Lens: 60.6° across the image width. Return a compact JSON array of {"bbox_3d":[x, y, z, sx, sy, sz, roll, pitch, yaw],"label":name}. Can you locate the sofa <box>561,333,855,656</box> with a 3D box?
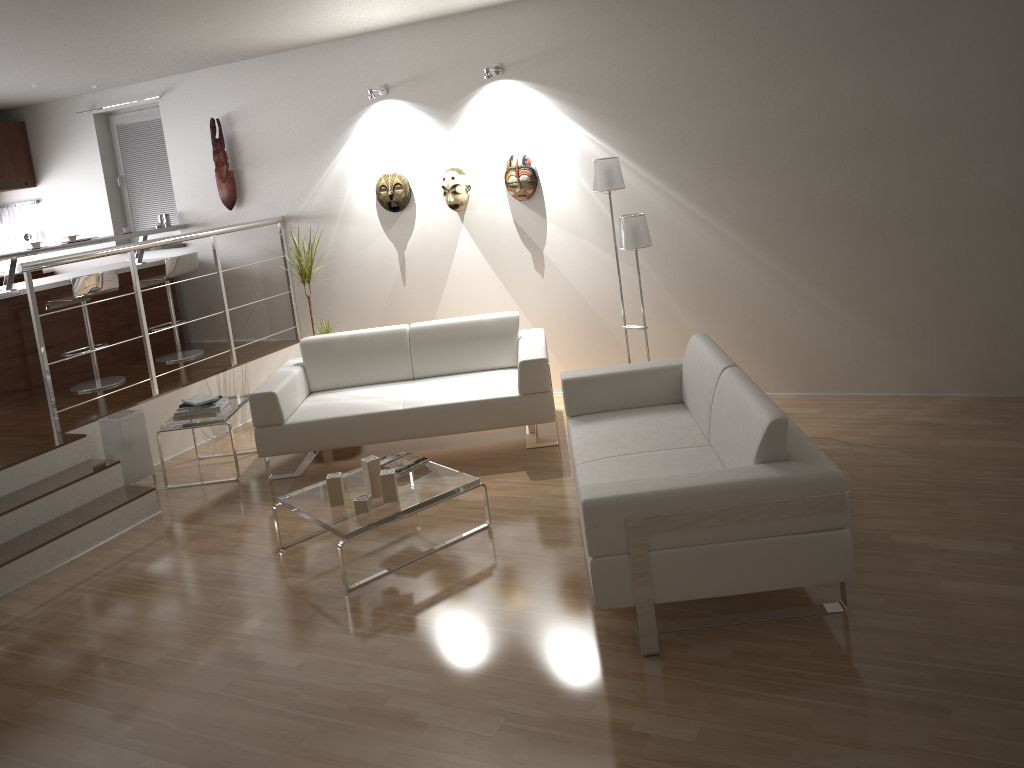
[{"bbox_3d":[0.718,0.311,3.849,0.905,0.722,1.832,-7,14,2],"label":"sofa"}]

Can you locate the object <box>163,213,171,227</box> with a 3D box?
[{"bbox_3d":[-3.034,-1.442,7.705,0.052,0.109,0.054,-6,8,11],"label":"object"}]

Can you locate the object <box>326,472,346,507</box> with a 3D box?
[{"bbox_3d":[-0.828,0.489,4.115,0.067,0.148,0.068,-8,8,-3],"label":"object"}]

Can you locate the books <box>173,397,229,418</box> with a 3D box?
[{"bbox_3d":[-1.957,0.146,5.525,0.287,0.026,0.233,-8,15,-3],"label":"books"}]

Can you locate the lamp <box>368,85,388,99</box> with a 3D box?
[{"bbox_3d":[-1.014,-2.185,6.551,0.080,0.106,0.196,-3,13,27],"label":"lamp"}]

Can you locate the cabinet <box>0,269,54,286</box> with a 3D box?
[{"bbox_3d":[-5.486,-0.254,7.206,0.678,0.779,3.609,-3,15,27],"label":"cabinet"}]

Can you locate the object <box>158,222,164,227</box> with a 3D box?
[{"bbox_3d":[-3.071,-1.394,7.667,0.051,0.044,0.051,-11,11,-15],"label":"object"}]

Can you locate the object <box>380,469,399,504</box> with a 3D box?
[{"bbox_3d":[-0.571,0.467,4.070,0.067,0.148,0.068,-8,8,-3],"label":"object"}]

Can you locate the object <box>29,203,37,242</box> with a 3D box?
[{"bbox_3d":[-4.672,-1.568,8.526,0.071,0.374,0.024,-4,7,27],"label":"object"}]

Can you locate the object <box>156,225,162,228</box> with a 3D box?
[{"bbox_3d":[-3.094,-1.378,7.666,0.050,0.019,0.052,0,16,29],"label":"object"}]

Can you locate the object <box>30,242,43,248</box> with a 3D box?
[{"bbox_3d":[-3.540,-1.033,6.519,0.080,0.045,0.068,-12,13,-18],"label":"object"}]

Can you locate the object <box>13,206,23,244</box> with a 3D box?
[{"bbox_3d":[-4.882,-1.571,8.633,0.106,0.370,0.021,-4,7,27],"label":"object"}]

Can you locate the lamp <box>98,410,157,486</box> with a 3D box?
[{"bbox_3d":[-2.398,0.422,5.469,0.198,0.471,0.197,-4,8,27],"label":"lamp"}]

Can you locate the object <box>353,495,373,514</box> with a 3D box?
[{"bbox_3d":[-0.678,0.541,3.990,0.067,0.073,0.069,-5,10,12],"label":"object"}]

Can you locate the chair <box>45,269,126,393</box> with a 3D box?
[{"bbox_3d":[-3.145,-0.402,6.521,0.424,0.831,0.398,-3,9,31],"label":"chair"}]

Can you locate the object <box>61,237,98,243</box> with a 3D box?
[{"bbox_3d":[-3.433,-1.142,6.961,0.217,0.010,0.318,1,17,28],"label":"object"}]

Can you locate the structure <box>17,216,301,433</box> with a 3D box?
[{"bbox_3d":[-2.351,-0.543,6.269,0.057,1.026,2.393,-4,13,27],"label":"structure"}]

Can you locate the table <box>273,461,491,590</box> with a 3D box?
[{"bbox_3d":[-0.639,0.627,4.267,0.811,0.244,0.705,-18,17,-37],"label":"table"}]

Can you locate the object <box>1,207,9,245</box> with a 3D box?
[{"bbox_3d":[-5.053,-1.567,8.711,0.064,0.374,0.034,-4,7,27],"label":"object"}]

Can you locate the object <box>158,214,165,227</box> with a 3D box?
[{"bbox_3d":[-3.089,-1.439,7.725,0.052,0.107,0.054,-6,8,11],"label":"object"}]

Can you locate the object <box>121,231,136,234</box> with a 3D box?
[{"bbox_3d":[-3.204,-1.259,7.291,0.139,0.008,0.133,-6,15,6],"label":"object"}]

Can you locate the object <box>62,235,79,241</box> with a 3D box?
[{"bbox_3d":[-3.455,-1.147,6.900,0.129,0.041,0.144,0,16,28],"label":"object"}]

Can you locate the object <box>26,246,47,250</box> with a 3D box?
[{"bbox_3d":[-3.547,-1.007,6.510,0.139,0.008,0.133,1,17,29],"label":"object"}]

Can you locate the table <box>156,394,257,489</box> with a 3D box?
[{"bbox_3d":[-1.928,0.355,5.644,0.464,0.391,0.565,-7,12,2],"label":"table"}]

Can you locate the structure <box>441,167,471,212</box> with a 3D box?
[{"bbox_3d":[-0.435,-1.420,6.423,0.242,0.322,0.133,-3,9,28],"label":"structure"}]

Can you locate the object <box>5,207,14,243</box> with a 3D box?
[{"bbox_3d":[-4.986,-1.573,8.692,0.033,0.370,0.008,-4,7,27],"label":"object"}]

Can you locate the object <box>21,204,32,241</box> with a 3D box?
[{"bbox_3d":[-4.774,-1.583,8.600,0.090,0.358,0.044,-4,7,27],"label":"object"}]

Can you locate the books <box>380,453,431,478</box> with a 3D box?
[{"bbox_3d":[-0.590,0.406,4.487,0.292,0.055,0.209,5,19,41],"label":"books"}]

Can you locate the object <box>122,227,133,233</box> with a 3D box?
[{"bbox_3d":[-3.203,-1.284,7.300,0.080,0.045,0.068,-14,14,-25],"label":"object"}]

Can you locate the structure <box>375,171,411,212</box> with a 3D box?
[{"bbox_3d":[-0.923,-1.464,6.688,0.316,0.310,0.071,-2,8,27],"label":"structure"}]

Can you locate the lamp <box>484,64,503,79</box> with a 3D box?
[{"bbox_3d":[-0.140,-2.183,6.115,0.080,0.106,0.196,-3,13,27],"label":"lamp"}]

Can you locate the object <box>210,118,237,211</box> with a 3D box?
[{"bbox_3d":[-2.435,-1.848,7.372,0.152,0.774,0.152,-10,7,-18],"label":"object"}]

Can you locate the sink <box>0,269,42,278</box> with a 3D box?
[{"bbox_3d":[-4.976,-1.156,8.369,0.598,0.567,0.691,-2,12,27],"label":"sink"}]

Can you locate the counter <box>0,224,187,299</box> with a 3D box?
[{"bbox_3d":[-3.614,-0.997,7.136,0.836,0.311,2.166,-1,16,26],"label":"counter"}]

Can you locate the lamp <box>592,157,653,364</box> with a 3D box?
[{"bbox_3d":[0.737,-0.578,5.430,0.212,1.638,0.365,-13,9,-42],"label":"lamp"}]

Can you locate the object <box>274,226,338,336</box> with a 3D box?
[{"bbox_3d":[-1.499,-0.488,6.569,0.439,1.445,0.513,-2,9,40],"label":"object"}]

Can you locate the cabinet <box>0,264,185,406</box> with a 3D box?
[{"bbox_3d":[-3.658,-0.447,7.125,0.631,0.732,1.903,-3,14,27],"label":"cabinet"}]

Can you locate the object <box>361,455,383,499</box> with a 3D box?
[{"bbox_3d":[-0.660,0.435,4.149,0.068,0.193,0.067,-13,9,-37],"label":"object"}]

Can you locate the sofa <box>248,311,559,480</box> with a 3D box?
[{"bbox_3d":[-0.639,0.036,5.558,1.780,0.725,0.930,-7,11,2],"label":"sofa"}]

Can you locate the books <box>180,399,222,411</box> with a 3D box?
[{"bbox_3d":[-1.959,0.126,5.523,0.217,0.014,0.155,-8,15,-3],"label":"books"}]

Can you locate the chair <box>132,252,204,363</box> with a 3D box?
[{"bbox_3d":[-2.801,-0.634,7.229,0.424,0.831,0.397,-4,8,23],"label":"chair"}]

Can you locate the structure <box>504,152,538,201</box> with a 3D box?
[{"bbox_3d":[0.046,-1.469,6.210,0.264,0.347,0.077,-3,8,27],"label":"structure"}]

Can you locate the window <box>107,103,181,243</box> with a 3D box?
[{"bbox_3d":[-3.317,-1.907,8.040,0.840,1.242,0.145,-3,8,27],"label":"window"}]

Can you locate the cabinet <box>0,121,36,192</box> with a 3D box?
[{"bbox_3d":[-5.524,-1.827,7.406,0.648,0.620,2.800,-2,15,27],"label":"cabinet"}]

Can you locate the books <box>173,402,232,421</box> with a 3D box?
[{"bbox_3d":[-1.953,0.172,5.528,0.287,0.026,0.234,-6,15,6],"label":"books"}]

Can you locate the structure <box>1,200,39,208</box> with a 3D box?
[{"bbox_3d":[-4.871,-1.768,8.631,0.595,0.033,0.050,0,14,27],"label":"structure"}]
